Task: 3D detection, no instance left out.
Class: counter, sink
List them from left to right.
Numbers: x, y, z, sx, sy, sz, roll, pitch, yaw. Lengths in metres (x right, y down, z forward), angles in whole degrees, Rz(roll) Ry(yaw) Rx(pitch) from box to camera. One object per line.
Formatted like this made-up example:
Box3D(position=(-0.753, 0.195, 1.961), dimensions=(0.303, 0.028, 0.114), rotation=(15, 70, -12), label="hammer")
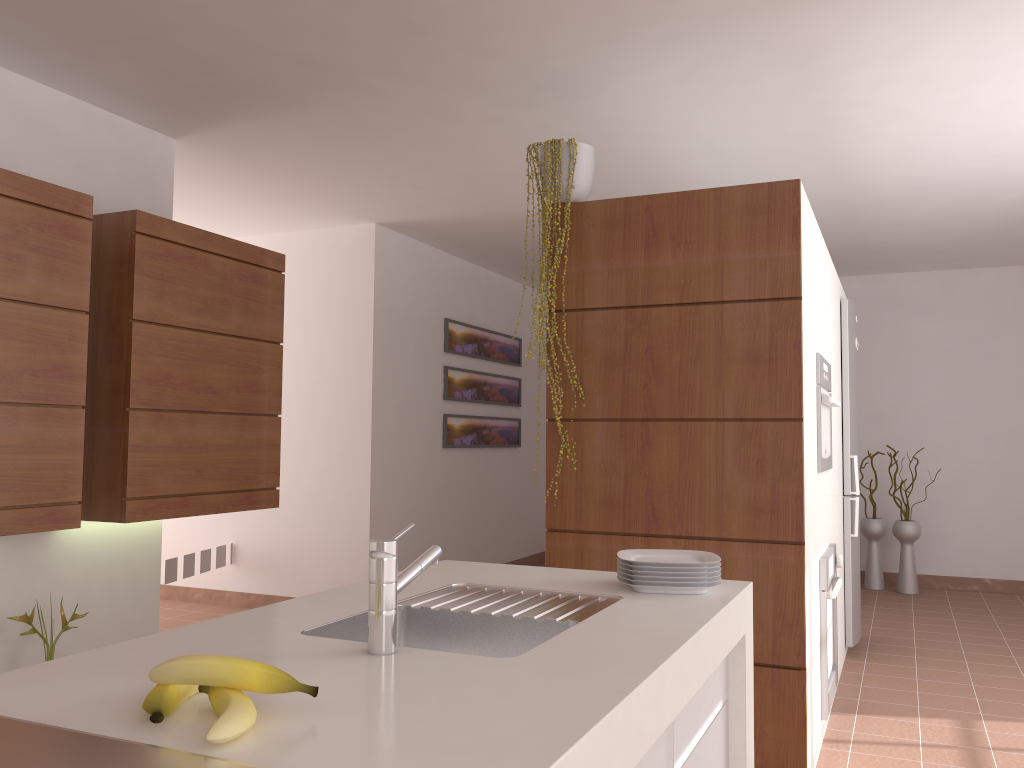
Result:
Box3D(position=(-0.246, 0.806, 1.245), dimensions=(0.821, 0.800, 2.156), rotation=(-1, -4, 24), label="counter")
Box3D(position=(-0.075, 0.427, 1.655), dimensions=(0.404, 0.368, 0.668), rotation=(-1, -4, 24), label="sink")

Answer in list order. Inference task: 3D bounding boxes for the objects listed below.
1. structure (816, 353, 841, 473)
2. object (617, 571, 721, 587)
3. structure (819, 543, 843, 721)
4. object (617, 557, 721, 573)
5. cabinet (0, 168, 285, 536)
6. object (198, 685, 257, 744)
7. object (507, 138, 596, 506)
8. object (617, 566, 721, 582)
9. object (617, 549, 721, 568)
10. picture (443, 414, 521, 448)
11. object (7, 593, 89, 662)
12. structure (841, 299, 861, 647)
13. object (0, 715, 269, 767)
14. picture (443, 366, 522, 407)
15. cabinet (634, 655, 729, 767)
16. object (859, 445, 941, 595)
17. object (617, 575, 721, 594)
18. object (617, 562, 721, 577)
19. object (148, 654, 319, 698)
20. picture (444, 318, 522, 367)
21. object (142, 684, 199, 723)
Box3D(position=(1.304, 0.126, 3.629), dimensions=(0.056, 0.454, 0.614), rotation=(-1, -4, 24), label="structure")
Box3D(position=(0.350, 0.436, 1.988), dimensions=(0.228, 0.020, 0.228), rotation=(0, -4, 6), label="object")
Box3D(position=(1.293, 0.973, 3.580), dimensions=(0.058, 0.592, 0.596), rotation=(-1, -4, 24), label="structure")
Box3D(position=(0.350, 0.406, 1.990), dimensions=(0.228, 0.020, 0.228), rotation=(0, -4, 6), label="object")
Box3D(position=(-2.382, -0.156, 2.196), dimensions=(0.754, 1.200, 4.718), rotation=(-1, -4, 24), label="cabinet")
Box3D(position=(-0.327, 0.374, 1.023), dimensions=(0.060, 0.033, 0.207), rotation=(2, -4, -21), label="object")
Box3D(position=(0.161, -0.228, 3.296), dimensions=(0.297, 1.344, 0.279), rotation=(2, -4, -17), label="object")
Box3D(position=(0.350, 0.426, 1.989), dimensions=(0.228, 0.020, 0.228), rotation=(0, -4, 6), label="object")
Box3D(position=(0.350, 0.395, 1.990), dimensions=(0.228, 0.020, 0.228), rotation=(0, -4, 6), label="object")
Box3D(position=(-0.211, 0.383, 7.071), dimensions=(0.015, 0.248, 1.408), rotation=(-1, -4, 24), label="picture")
Box3D(position=(-1.704, 1.046, 3.263), dimensions=(0.087, 0.546, 0.296), rotation=(-1, -4, 24), label="object")
Box3D(position=(1.908, 0.471, 4.962), dimensions=(0.089, 1.862, 0.604), rotation=(-1, -4, 24), label="structure")
Box3D(position=(-0.544, 0.367, 0.711), dimensions=(0.493, 0.006, 0.551), rotation=(-1, -4, 24), label="object")
Box3D(position=(-0.208, 0.034, 7.093), dimensions=(0.015, 0.248, 1.408), rotation=(-1, -4, 24), label="picture")
Box3D(position=(-0.265, 0.852, 1.189), dimensions=(0.737, 0.700, 2.048), rotation=(-1, -4, 24), label="cabinet")
Box3D(position=(2.955, 1.021, 6.724), dimensions=(0.655, 1.112, 0.284), rotation=(-3, -5, 43), label="object")
Box3D(position=(0.350, 0.446, 1.987), dimensions=(0.228, 0.020, 0.228), rotation=(0, -4, 6), label="object")
Box3D(position=(0.350, 0.416, 1.989), dimensions=(0.228, 0.020, 0.228), rotation=(0, -4, 6), label="object")
Box3D(position=(-0.335, 0.348, 1.054), dimensions=(0.207, 0.055, 0.047), rotation=(0, -4, 1), label="object")
Box3D(position=(-0.205, -0.315, 7.115), dimensions=(0.015, 0.248, 1.408), rotation=(-1, -4, 24), label="picture")
Box3D(position=(-0.412, 0.377, 1.089), dimensions=(0.060, 0.033, 0.207), rotation=(0, -4, 4), label="object")
